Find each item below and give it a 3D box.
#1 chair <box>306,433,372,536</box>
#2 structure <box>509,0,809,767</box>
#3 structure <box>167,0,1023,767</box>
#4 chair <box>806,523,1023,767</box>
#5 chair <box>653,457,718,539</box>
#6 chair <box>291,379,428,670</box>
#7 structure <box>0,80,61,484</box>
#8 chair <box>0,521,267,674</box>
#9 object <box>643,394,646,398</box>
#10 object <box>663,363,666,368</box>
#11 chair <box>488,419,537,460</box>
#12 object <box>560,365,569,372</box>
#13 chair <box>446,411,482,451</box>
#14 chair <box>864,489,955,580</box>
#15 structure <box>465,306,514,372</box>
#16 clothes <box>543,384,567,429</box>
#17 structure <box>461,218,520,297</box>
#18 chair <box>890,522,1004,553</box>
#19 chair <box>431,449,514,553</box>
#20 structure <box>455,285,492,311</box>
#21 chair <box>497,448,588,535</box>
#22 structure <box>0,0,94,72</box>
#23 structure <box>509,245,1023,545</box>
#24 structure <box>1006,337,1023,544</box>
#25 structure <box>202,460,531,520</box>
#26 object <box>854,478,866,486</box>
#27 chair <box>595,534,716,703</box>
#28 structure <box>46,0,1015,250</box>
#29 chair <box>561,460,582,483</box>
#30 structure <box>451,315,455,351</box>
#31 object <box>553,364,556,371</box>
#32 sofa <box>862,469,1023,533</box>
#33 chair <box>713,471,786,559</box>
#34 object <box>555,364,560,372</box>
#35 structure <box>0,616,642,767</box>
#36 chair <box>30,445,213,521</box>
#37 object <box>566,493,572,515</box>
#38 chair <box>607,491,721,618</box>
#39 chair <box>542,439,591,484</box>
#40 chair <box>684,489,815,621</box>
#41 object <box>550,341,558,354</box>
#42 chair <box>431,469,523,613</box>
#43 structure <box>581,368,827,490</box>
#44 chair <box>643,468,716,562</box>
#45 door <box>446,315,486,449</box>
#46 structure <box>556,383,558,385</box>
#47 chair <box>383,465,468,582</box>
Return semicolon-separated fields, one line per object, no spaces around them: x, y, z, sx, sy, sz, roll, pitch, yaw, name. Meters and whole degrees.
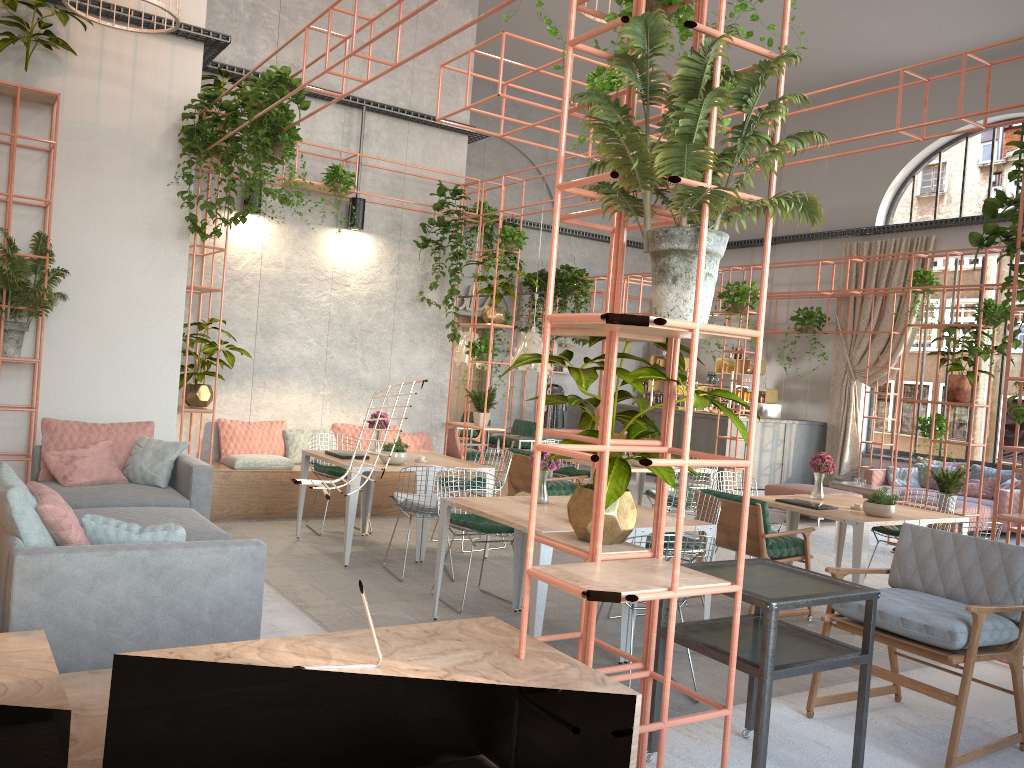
-1.726;0.994;8.868;0.565;0.941;0.717;4;1;-32;chair
0.622;-0.264;2.928;0.748;3.623;0.722;4;1;-33;structure
-1.753;-0.937;10.011;4.501;4.345;14.096;4;1;-34;structure
1.912;1.164;4.099;0.685;0.929;0.722;4;1;-33;chair
1.978;1.267;10.174;0.717;0.941;0.565;4;1;-37;chair
-0.565;0.432;2.528;0.717;0.941;0.565;4;1;-24;chair
-4.376;-0.731;7.620;0.624;3.596;0.424;4;1;-33;structure
-1.858;0.944;4.235;1.056;0.586;1.127;4;1;-33;chair
2.883;0.313;19.337;0.070;0.209;0.070;4;1;-43;object
3.280;-0.382;18.891;0.123;0.142;0.141;4;1;-33;object
-0.002;1.055;14.610;0.685;0.930;0.722;4;1;-33;chair
1.119;-0.316;18.501;0.219;0.149;0.129;4;1;-33;object
-0.940;0.960;16.064;0.685;0.930;0.722;4;1;-33;chair
3.499;1.421;7.848;0.717;0.941;0.565;4;1;-37;chair
-0.433;-1.013;17.677;0.950;1.527;0.921;4;1;-35;structure
0.880;0.497;18.382;0.366;0.997;0.625;5;1;37;clothes
-0.714;-2.501;17.157;1.939;1.514;0.856;4;1;-39;structure
3.171;1.415;6.523;0.565;0.941;0.717;4;1;-17;chair
-0.385;1.103;8.639;0.717;0.941;0.565;4;1;-37;chair
-0.842;-1.672;17.256;1.312;0.505;0.063;4;1;-33;structure
0.323;1.155;9.192;0.685;0.917;0.722;4;1;-33;chair
-4.057;-3.056;7.505;0.934;0.803;0.903;5;1;29;structure
5.385;0.144;12.789;4.157;4.247;14.689;4;1;-33;structure
4.015;0.152;6.379;0.624;3.602;0.424;4;1;-33;structure
-3.076;1.062;12.305;4.386;0.500;5.831;4;1;-33;structure
5.099;1.470;13.077;0.199;0.145;0.156;4;1;-18;object
0.766;1.248;5.019;0.565;0.941;0.717;4;1;-17;chair
1.360;-3.000;9.649;15.603;0.110;15.203;4;1;-33;structure
0.956;1.153;13.125;0.685;0.929;0.722;4;1;-33;chair
-1.514;-1.107;16.923;0.921;1.527;0.950;5;1;0;structure
0.873;-0.340;18.330;0.063;0.151;0.063;5;1;43;object
6.055;1.690;12.818;1.960;0.672;2.219;4;1;-33;sofa
2.159;1.312;8.077;0.565;0.941;0.717;4;1;-32;chair
0.942;-0.362;18.383;0.081;0.204;0.081;4;1;-33;object
-2.365;0.737;3.952;3.396;1.111;9.152;4;1;-33;structure
-2.970;0.863;6.704;1.127;0.672;1.052;4;1;-33;chair
0.457;0.724;5.392;0.247;0.247;0.252;4;1;-33;object
1.095;1.254;6.344;0.717;0.941;0.565;4;1;-37;chair
0.637;1.158;10.403;0.565;0.941;0.717;4;1;-32;chair
1.844;1.310;6.866;0.685;0.917;0.722;4;1;-33;chair
0.869;-0.784;18.304;0.136;0.336;0.145;4;1;-19;object
-0.246;1.145;6.573;0.565;0.941;0.717;4;1;-32;chair
3.599;0.744;17.283;2.579;2.022;4.057;4;1;-33;structure
1.649;1.261;8.850;0.565;0.941;0.717;4;1;-17;chair
-1.340;-0.026;17.900;1.360;2.729;0.551;4;1;-33;door
0.922;0.001;18.473;0.066;0.044;0.019;4;1;-33;structure
-0.714;1.097;7.314;0.565;0.941;0.717;4;1;-17;chair
